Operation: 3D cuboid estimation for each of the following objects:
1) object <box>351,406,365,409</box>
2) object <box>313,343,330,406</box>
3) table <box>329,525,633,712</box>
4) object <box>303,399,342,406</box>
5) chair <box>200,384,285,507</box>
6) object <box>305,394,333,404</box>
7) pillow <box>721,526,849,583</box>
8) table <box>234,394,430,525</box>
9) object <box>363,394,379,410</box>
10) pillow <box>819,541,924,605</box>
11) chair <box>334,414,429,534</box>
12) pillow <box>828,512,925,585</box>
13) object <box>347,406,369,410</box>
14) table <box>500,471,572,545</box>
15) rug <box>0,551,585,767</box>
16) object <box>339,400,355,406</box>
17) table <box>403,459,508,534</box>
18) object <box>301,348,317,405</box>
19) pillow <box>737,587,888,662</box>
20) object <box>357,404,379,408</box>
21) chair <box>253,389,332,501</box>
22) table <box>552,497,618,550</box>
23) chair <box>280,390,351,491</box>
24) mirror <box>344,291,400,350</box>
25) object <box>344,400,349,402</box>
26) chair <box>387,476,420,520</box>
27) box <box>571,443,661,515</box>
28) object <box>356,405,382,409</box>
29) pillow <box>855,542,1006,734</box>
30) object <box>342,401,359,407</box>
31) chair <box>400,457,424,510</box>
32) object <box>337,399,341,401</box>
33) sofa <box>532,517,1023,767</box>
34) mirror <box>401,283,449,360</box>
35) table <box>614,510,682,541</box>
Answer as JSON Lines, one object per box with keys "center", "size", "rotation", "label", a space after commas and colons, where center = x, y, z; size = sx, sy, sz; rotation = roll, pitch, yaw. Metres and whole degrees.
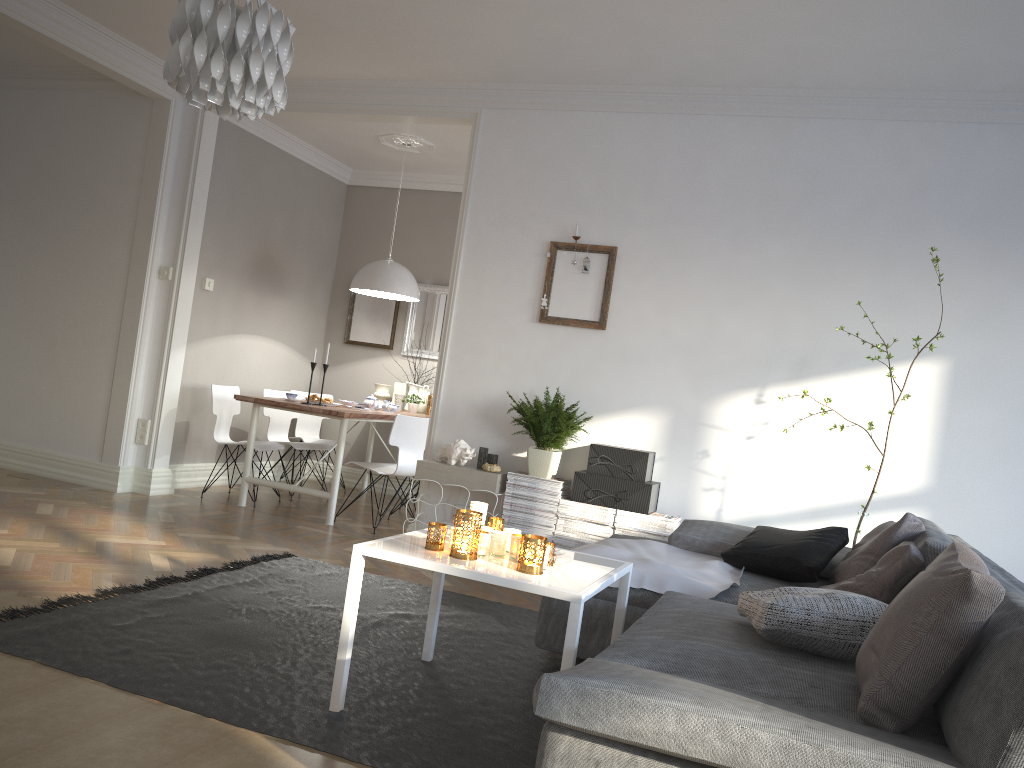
{"center": [-1.114, 0.172, 6.405], "size": [0.100, 0.025, 0.066], "rotation": [8, -1, -3], "label": "object"}
{"center": [-1.295, -0.073, 6.123], "size": [0.095, 0.448, 0.095], "rotation": [8, 0, 15], "label": "object"}
{"center": [-0.065, 0.796, 2.844], "size": [0.714, 0.504, 0.675], "rotation": [8, 0, 20], "label": "table"}
{"center": [-1.362, 0.137, 6.366], "size": [0.287, 0.019, 0.287], "rotation": [8, -1, 7], "label": "object"}
{"center": [-1.891, 0.428, 6.289], "size": [0.479, 0.786, 0.432], "rotation": [8, 0, 10], "label": "chair"}
{"center": [-1.382, 0.108, 6.362], "size": [0.198, 0.063, 0.188], "rotation": [8, -1, -10], "label": "object"}
{"center": [1.130, 0.684, 3.672], "size": [0.420, 0.248, 0.402], "rotation": [8, -1, 40], "label": "pillow"}
{"center": [-1.183, 0.556, 6.716], "size": [0.852, 0.750, 1.988], "rotation": [8, -1, 20], "label": "table"}
{"center": [-1.060, 0.135, 6.697], "size": [0.143, 0.119, 0.124], "rotation": [8, 0, 24], "label": "object"}
{"center": [1.248, 0.676, 3.115], "size": [0.336, 0.311, 0.415], "rotation": [8, 0, 25], "label": "pillow"}
{"center": [-0.831, 0.579, 5.958], "size": [0.478, 0.786, 0.432], "rotation": [8, 0, 40], "label": "chair"}
{"center": [1.435, 0.678, 3.470], "size": [0.324, 0.403, 0.430], "rotation": [8, 0, 7], "label": "pillow"}
{"center": [-1.116, 0.176, 6.417], "size": [0.180, 0.014, 0.180], "rotation": [8, -1, -15], "label": "object"}
{"center": [0.114, 0.797, 4.879], "size": [0.321, 0.596, 0.247], "rotation": [8, 0, 20], "label": "table"}
{"center": [-0.583, 0.971, 3.435], "size": [2.110, 0.055, 2.017], "rotation": [8, -1, 19], "label": "rug"}
{"center": [-1.259, 0.147, 6.733], "size": [0.129, 0.038, 0.129], "rotation": [8, -1, 25], "label": "object"}
{"center": [-0.301, 0.750, 4.989], "size": [0.553, 0.575, 0.299], "rotation": [8, 0, 20], "label": "table"}
{"center": [-1.362, -0.057, 6.035], "size": [0.095, 0.396, 0.095], "rotation": [8, 0, 15], "label": "object"}
{"center": [0.856, 0.656, 2.469], "size": [0.405, 0.194, 0.404], "rotation": [8, -1, 6], "label": "pillow"}
{"center": [-1.145, 0.171, 6.935], "size": [0.194, 0.022, 0.202], "rotation": [8, -1, 40], "label": "object"}
{"center": [-1.676, 0.466, 6.851], "size": [0.478, 0.786, 0.432], "rotation": [8, 0, 30], "label": "chair"}
{"center": [0.395, 0.886, 4.776], "size": [0.327, 0.499, 0.247], "rotation": [8, 0, 20], "label": "table"}
{"center": [-1.636, 0.479, 7.439], "size": [0.432, 0.786, 0.478], "rotation": [8, 0, -39], "label": "chair"}
{"center": [-1.229, -0.605, 7.826], "size": [0.473, 0.557, 0.052], "rotation": [8, 0, 20], "label": "mirror"}
{"center": [-1.263, 0.144, 6.744], "size": [0.057, 0.037, 0.073], "rotation": [9, -1, -32], "label": "object"}
{"center": [-0.540, 0.627, 6.444], "size": [0.478, 0.786, 0.432], "rotation": [8, 0, 25], "label": "chair"}
{"center": [0.561, 0.498, 4.734], "size": [0.419, 0.316, 0.298], "rotation": [8, 0, 20], "label": "box"}
{"center": [-1.144, 0.176, 6.931], "size": [0.287, 0.019, 0.287], "rotation": [8, -1, -8], "label": "object"}
{"center": [0.907, 0.549, 1.961], "size": [0.242, 0.390, 0.426], "rotation": [8, 0, 20], "label": "pillow"}
{"center": [-1.202, 0.153, 6.574], "size": [0.129, 0.038, 0.129], "rotation": [8, -1, 20], "label": "object"}
{"center": [-0.563, 0.631, 7.091], "size": [0.479, 0.786, 0.432], "rotation": [8, 0, 10], "label": "chair"}
{"center": [-1.227, 0.133, 6.534], "size": [0.130, 0.027, 0.028], "rotation": [9, 0, -28], "label": "object"}
{"center": [0.755, 0.809, 2.855], "size": [1.554, 0.772, 2.634], "rotation": [8, -1, 20], "label": "sofa"}
{"center": [-0.658, -0.530, 7.623], "size": [0.543, 0.632, 0.047], "rotation": [8, 0, 20], "label": "mirror"}
{"center": [0.688, 0.927, 4.670], "size": [0.327, 0.499, 0.247], "rotation": [8, 0, 20], "label": "table"}
